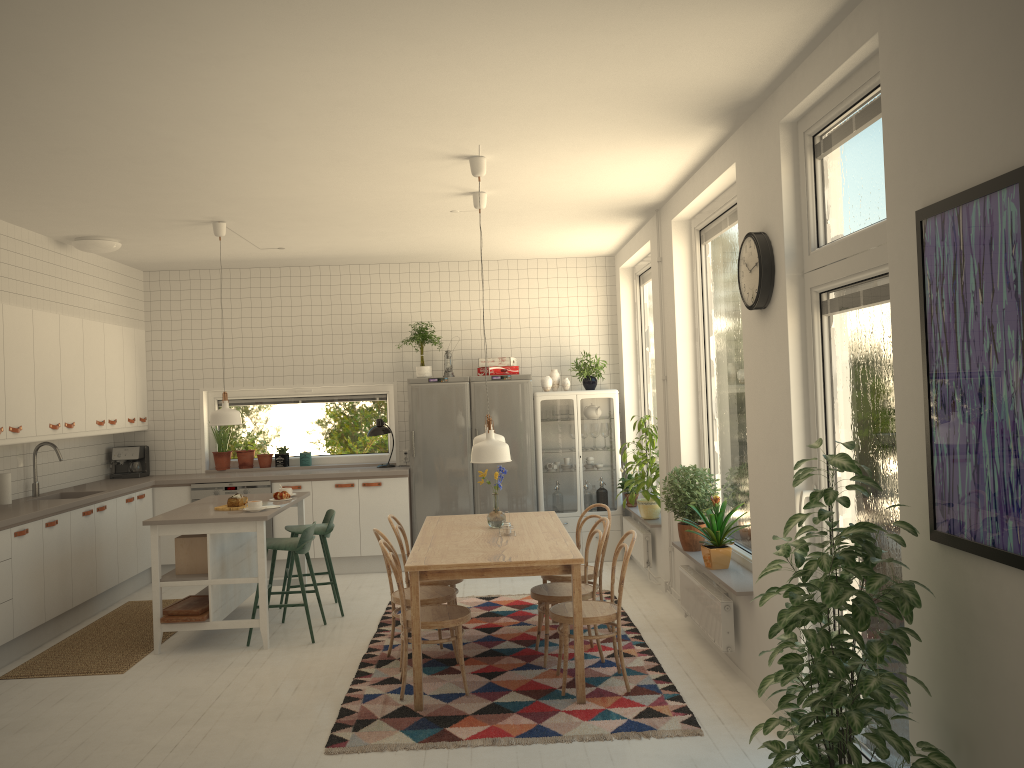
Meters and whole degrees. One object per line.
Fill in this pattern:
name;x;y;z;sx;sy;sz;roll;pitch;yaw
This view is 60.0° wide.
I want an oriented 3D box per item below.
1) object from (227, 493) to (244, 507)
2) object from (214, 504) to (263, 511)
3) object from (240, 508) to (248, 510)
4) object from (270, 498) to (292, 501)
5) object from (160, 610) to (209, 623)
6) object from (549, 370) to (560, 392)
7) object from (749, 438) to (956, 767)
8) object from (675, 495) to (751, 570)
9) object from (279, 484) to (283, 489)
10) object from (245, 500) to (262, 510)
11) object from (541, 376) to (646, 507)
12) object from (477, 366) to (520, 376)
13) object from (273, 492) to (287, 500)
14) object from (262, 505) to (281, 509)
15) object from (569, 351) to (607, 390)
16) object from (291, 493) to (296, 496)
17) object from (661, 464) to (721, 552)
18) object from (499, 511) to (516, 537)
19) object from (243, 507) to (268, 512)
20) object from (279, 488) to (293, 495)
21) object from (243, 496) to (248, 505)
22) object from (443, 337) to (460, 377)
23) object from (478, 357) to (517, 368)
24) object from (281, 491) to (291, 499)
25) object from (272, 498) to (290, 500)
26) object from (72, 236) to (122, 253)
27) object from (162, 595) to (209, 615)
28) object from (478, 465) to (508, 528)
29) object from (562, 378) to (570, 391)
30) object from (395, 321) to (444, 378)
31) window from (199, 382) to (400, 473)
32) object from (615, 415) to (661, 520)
object;-1.913;0.803;6.131;0.086;0.087;0.090;-2;-1;6
object;-1.910;0.856;6.198;0.237;0.019;0.306;-2;-1;14
object;-1.788;0.840;5.980;0.027;0.011;0.132;-3;-1;37
object;-1.720;0.859;6.594;0.167;0.005;0.167;-2;-1;-6
object;-2.114;1.511;5.882;0.280;0.030;0.430;-2;-1;-2
object;0.402;-0.033;8.347;0.102;0.206;0.102;-2;-1;-18
object;0.995;0.875;2.650;0.568;1.424;0.514;-3;-1;41
object;1.171;0.862;5.158;0.417;0.425;0.487;-2;-1;5
object;-1.750;0.812;6.789;0.102;0.086;0.028;-3;-1;39
object;-1.731;0.818;5.968;0.098;0.064;0.094;-1;-1;-44
object;0.730;0.515;8.080;0.943;1.208;0.261;-2;-1;14
object;-0.130;-0.120;8.383;0.309;0.082;0.312;-2;-1;-22
object;-1.734;0.830;6.586;0.131;0.060;0.070;-3;-1;36
object;-1.686;0.853;6.135;0.167;0.005;0.167;-2;-1;-6
object;0.724;-0.131;8.414;0.371;0.385;0.373;-2;-1;17
object;-1.729;0.854;6.773;0.160;0.020;0.160;-2;-1;-6
object;1.157;0.800;5.771;0.383;0.561;0.395;-2;-1;-4
object;-0.030;0.823;5.251;0.095;0.138;0.155;-2;-1;-2
object;-1.728;0.846;5.969;0.160;0.020;0.160;-2;-1;-36
object;-1.730;0.828;6.776;0.094;0.060;0.098;-2;-1;-5
object;-1.894;0.817;6.212;0.083;0.057;0.072;-2;-1;4
object;-0.576;-0.254;8.289;0.163;0.383;0.154;-2;-1;21
object;-0.136;-0.203;8.388;0.312;0.082;0.308;-2;-1;11
object;-1.691;0.829;6.620;0.060;0.059;0.074;-2;-1;-33
object;-1.721;0.857;6.599;0.122;0.005;0.120;-2;-1;16
object;-3.217;-1.067;6.872;0.351;0.101;0.351;-3;-1;40
object;-2.134;1.482;5.958;0.280;0.030;0.430;-2;-1;7
object;-0.100;0.703;5.545;0.145;0.389;0.206;-1;-1;-40
object;0.504;0.003;8.286;0.082;0.126;0.082;-2;-1;-30
object;-0.828;-0.326;8.277;0.474;0.545;0.468;-2;-1;12
window;-2.058;0.421;8.721;1.898;0.816;0.293;-2;-1;-2
object;1.067;0.676;7.163;0.485;0.841;0.615;-2;-1;-23
